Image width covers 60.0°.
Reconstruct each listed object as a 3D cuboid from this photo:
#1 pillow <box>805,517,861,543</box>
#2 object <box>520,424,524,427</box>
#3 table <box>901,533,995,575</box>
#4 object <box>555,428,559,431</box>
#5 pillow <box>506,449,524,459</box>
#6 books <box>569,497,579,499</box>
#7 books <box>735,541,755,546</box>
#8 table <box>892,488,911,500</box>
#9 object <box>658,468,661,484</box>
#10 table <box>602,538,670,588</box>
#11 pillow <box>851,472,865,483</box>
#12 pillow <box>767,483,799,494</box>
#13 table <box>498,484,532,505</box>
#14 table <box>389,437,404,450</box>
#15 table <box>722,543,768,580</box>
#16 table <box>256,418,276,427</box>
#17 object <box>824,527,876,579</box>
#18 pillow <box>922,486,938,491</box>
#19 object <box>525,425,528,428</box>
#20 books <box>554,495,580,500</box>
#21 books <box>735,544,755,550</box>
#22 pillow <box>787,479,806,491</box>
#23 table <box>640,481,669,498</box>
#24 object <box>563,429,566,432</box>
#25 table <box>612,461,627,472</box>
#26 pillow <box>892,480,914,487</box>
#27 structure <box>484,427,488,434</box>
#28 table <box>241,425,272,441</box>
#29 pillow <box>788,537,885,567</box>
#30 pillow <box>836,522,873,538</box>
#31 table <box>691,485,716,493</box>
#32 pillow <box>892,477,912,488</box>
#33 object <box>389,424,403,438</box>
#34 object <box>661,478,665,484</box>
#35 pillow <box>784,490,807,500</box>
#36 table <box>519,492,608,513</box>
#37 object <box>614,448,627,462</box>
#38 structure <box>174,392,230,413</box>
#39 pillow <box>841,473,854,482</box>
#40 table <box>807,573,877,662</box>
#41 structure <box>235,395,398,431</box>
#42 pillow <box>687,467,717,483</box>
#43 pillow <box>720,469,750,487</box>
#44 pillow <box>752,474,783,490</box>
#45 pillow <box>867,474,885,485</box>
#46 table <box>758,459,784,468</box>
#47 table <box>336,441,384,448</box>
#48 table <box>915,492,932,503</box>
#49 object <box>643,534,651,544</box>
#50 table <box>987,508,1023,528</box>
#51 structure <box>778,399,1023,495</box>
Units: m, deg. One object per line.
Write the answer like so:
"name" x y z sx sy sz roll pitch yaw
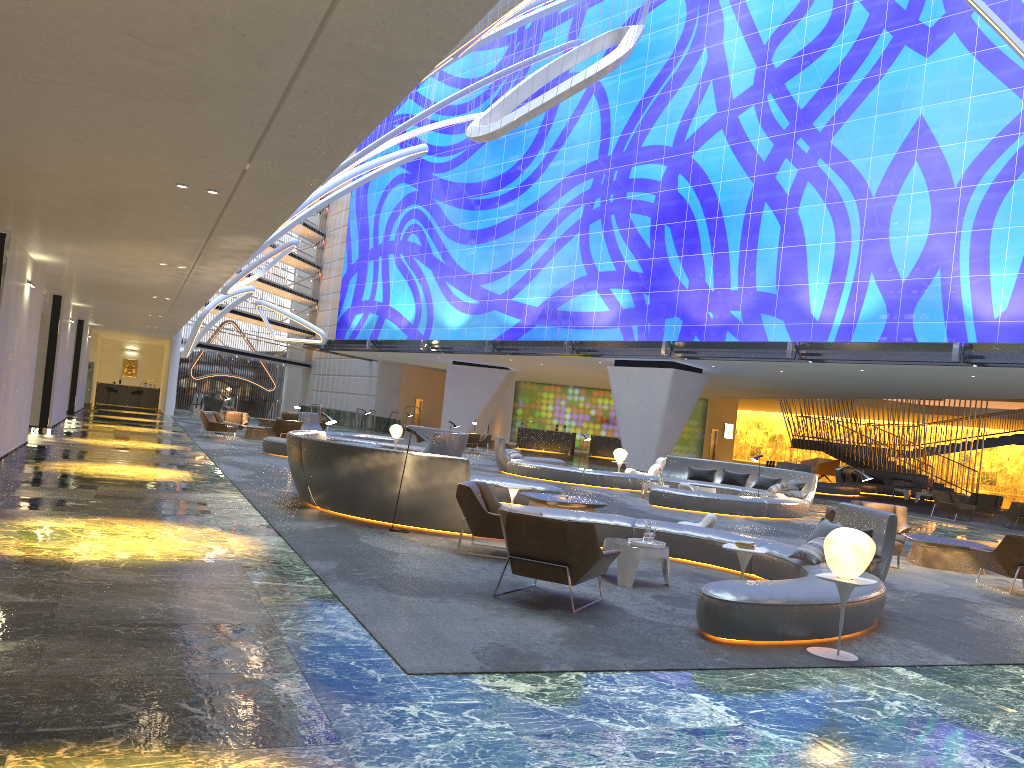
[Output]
"pillow" 3.403 1.656 9.475 0.315 0.386 0.785 6 -2 -8
"object" 0.526 2.205 46.865 0.149 0.149 0.149 6 -1 11
"table" 6.561 2.571 13.419 1.202 0.392 1.205 6 -2 12
"object" 2.347 2.386 46.420 0.150 0.145 0.150 6 -1 10
"pillow" 0.013 1.919 24.375 0.693 0.262 0.877 7 -2 -15
"books" 0.954 1.771 13.751 0.134 0.012 0.189 8 -3 -33
"books" 2.099 1.432 7.982 0.133 0.022 0.189 5 -2 28
"table" 15.162 4.284 34.482 0.670 0.406 0.674 6 -2 21
"object" 3.376 2.097 20.162 0.076 0.355 0.066 6 0 34
"table" 1.258 1.839 9.131 0.672 0.406 0.673 7 -2 -27
"pillow" 14.171 3.837 36.306 0.760 0.417 0.281 7 -1 -30
"pillow" 6.491 2.496 21.167 0.876 0.262 0.694 5 -2 32
"table" -0.004 1.708 12.274 0.418 0.595 0.427 7 -1 -27
"table" -3.326 1.837 25.253 0.418 0.595 0.427 7 -1 -24
"table" 2.047 1.767 7.970 0.427 0.595 0.418 6 -1 21
"table" -9.874 1.663 36.356 1.203 0.392 1.203 6 -2 -5
"object" 2.561 1.291 6.743 0.367 0.387 0.317 7 -1 -41
"pillow" 16.890 4.227 35.832 0.445 0.207 0.442 7 -2 -37
"object" 0.764 2.248 46.815 0.107 0.108 0.111 6 -1 11
"books" 0.853 1.754 13.751 0.395 0.039 0.301 6 -2 -9
"books" 2.100 1.459 7.984 0.128 0.030 0.182 6 -2 -1
"pillow" 6.690 2.472 21.142 0.317 0.366 0.775 6 -2 -6
"table" 3.213 2.465 20.227 0.670 0.406 0.675 5 -2 29
"object" 2.748 2.427 46.358 0.150 0.145 0.150 6 -1 10
"table" 3.038 2.523 25.318 0.427 0.595 0.419 5 -1 41
"pillow" 15.951 4.081 36.334 0.879 0.262 0.691 7 -2 -33
"structure" -1.603 2.305 51.666 1.024 2.051 0.771 7 -1 -45
"table" -7.921 1.557 27.943 1.204 0.392 1.202 7 -2 -23
"pillow" 3.318 1.726 9.126 0.873 0.280 0.685 6 -2 14
"pillow" 3.577 1.703 9.589 0.295 0.368 0.769 6 -2 -10
"table" 4.467 2.631 21.069 0.673 0.406 0.671 6 -2 -4
"pillow" 16.060 4.055 36.501 0.774 0.366 0.317 6 -1 18
"object" -3.299 1.344 25.211 0.367 0.387 0.318 6 -1 -16
"object" 3.441 2.229 20.294 0.071 0.118 0.151 6 -1 -13
"pillow" 6.432 2.513 20.092 0.444 0.207 0.444 5 -2 28
"table" 0.761 1.957 13.680 1.204 0.392 1.202 7 -2 -23
"object" 3.085 2.033 25.269 0.367 0.387 0.317 7 -1 -41
"structure" -20.690 4.478 55.700 3.021 8.237 19.812 6 -2 -23
"pillow" 13.525 3.769 35.748 0.770 0.369 0.294 8 -2 -44
"table" 2.514 1.781 6.792 0.427 0.595 0.419 5 -1 41
"structure" -14.986 5.235 58.634 9.317 8.397 19.716 7 -2 -23
"pillow" 4.939 2.373 23.134 0.768 0.369 0.295 5 -1 21
"pillow" 5.717 2.421 22.782 0.758 0.417 0.282 5 -1 35
"pillow" 6.364 2.471 22.124 0.315 0.386 0.784 7 -2 -32
"pillow" 15.038 3.946 36.619 0.785 0.386 0.315 6 -1 -7
"table" 13.974 4.495 47.974 1.240 0.727 2.311 5 -2 25
"table" -4.099 1.813 23.793 1.204 0.392 1.202 7 -2 -23
"table" 15.390 4.252 32.983 0.672 0.406 0.672 7 -2 -36
"object" 1.360 1.577 8.960 0.071 0.118 0.071 7 -1 -41
"table" 14.246 3.845 25.381 1.201 0.392 1.205 5 -2 32
"structure" 21.662 2.603 41.144 11.999 6.246 16.475 7 -2 -23
